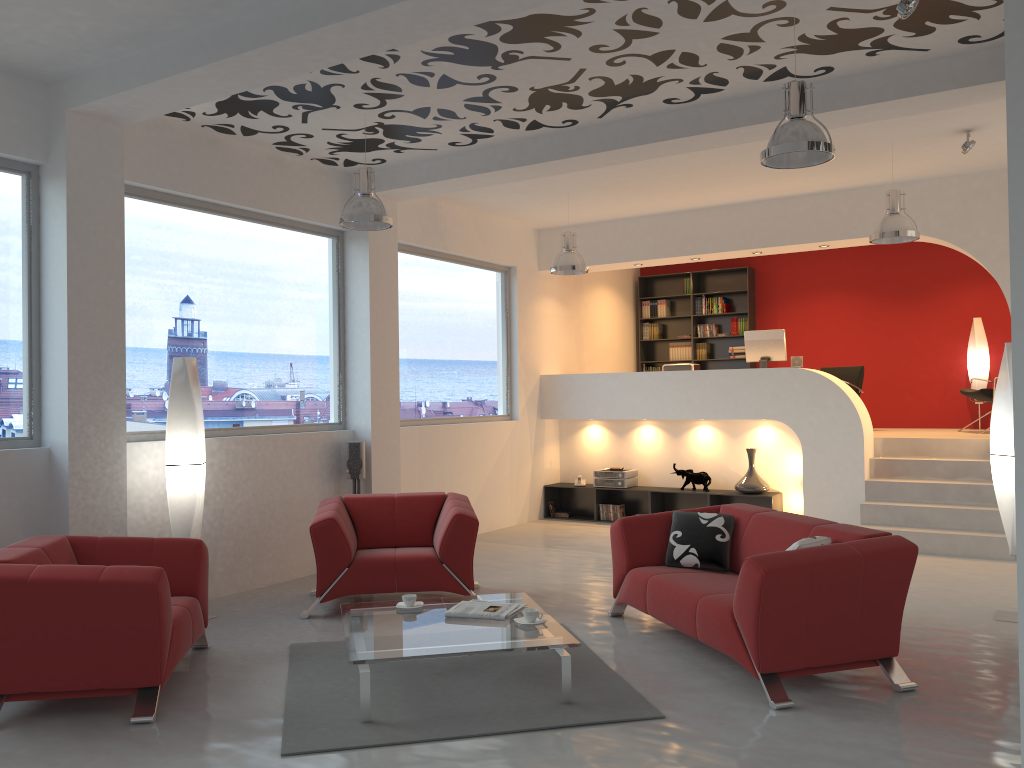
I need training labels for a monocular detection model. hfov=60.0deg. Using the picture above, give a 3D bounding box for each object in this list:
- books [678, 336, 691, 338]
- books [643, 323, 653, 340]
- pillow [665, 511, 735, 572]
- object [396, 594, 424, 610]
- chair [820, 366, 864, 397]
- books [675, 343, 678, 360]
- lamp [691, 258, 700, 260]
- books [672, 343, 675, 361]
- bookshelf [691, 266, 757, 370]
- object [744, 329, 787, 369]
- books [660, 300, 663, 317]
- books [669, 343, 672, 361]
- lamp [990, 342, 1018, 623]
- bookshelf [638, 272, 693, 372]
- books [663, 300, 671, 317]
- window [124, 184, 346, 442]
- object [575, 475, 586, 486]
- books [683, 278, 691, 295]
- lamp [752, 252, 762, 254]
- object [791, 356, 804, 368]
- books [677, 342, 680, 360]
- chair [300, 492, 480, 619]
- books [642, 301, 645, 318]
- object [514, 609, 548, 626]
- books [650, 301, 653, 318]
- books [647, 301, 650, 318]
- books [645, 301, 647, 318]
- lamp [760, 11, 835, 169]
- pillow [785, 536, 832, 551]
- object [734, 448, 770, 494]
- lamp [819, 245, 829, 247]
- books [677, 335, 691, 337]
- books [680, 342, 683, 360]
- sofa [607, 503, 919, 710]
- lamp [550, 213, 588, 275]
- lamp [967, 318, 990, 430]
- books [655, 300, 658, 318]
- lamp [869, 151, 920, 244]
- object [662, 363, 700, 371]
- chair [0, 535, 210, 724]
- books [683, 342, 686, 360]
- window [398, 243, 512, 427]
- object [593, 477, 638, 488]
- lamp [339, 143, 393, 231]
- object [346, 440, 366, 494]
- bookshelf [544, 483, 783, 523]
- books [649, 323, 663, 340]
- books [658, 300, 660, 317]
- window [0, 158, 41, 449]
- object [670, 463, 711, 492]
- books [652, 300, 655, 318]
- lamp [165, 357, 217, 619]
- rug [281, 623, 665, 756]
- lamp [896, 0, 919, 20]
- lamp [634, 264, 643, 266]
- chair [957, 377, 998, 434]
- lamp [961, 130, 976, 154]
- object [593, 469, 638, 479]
[{"bbox_3d":[2.514,-0.675,12.807,0.190,0.015,0.135,-1,-1,32],"label":"books"},{"bbox_3d":[2.014,-0.769,13.115,0.090,0.256,0.181,-1,-1,32],"label":"books"},{"bbox_3d":[1.196,0.995,5.634,0.402,0.343,0.288,-1,-1,25],"label":"pillow"},{"bbox_3d":[-0.577,1.230,5.010,0.153,0.069,0.153,-1,-1,-1],"label":"object"},{"bbox_3d":[3.848,0.180,10.850,0.768,0.795,0.664,0,-1,-38],"label":"chair"},{"bbox_3d":[2.413,-0.465,12.846,0.040,0.260,0.200,-1,-1,32],"label":"books"},{"bbox_3d":[2.062,-1.403,9.967,0.105,0.011,0.105,-1,-1,21],"label":"lamp"},{"bbox_3d":[2.379,-0.464,12.868,0.040,0.260,0.200,-1,-1,32],"label":"books"},{"bbox_3d":[2.978,-0.492,12.450,0.816,2.213,0.305,-1,-1,32],"label":"bookshelf"},{"bbox_3d":[2.846,-0.377,9.945,0.458,0.452,0.230,-1,-1,32],"label":"object"},{"bbox_3d":[2.224,-1.093,12.969,0.040,0.260,0.200,-1,-1,32],"label":"books"},{"bbox_3d":[2.345,-0.463,12.889,0.040,0.260,0.200,-1,-1,32],"label":"books"},{"bbox_3d":[3.272,0.622,5.732,0.313,1.779,0.313,-2,-1,40],"label":"lamp"},{"bbox_3d":[2.288,-0.475,12.887,0.816,2.213,0.305,-1,-1,32],"label":"bookshelf"},{"bbox_3d":[2.258,-1.094,12.947,0.040,0.260,0.200,-1,-1,32],"label":"books"},{"bbox_3d":[-2.198,-0.489,7.037,0.100,1.800,2.400,-1,-1,32],"label":"window"},{"bbox_3d":[0.818,1.155,10.629,0.130,0.117,0.146,-1,-1,8],"label":"object"},{"bbox_3d":[2.568,-1.392,12.766,0.146,0.240,0.170,-1,-1,32],"label":"books"},{"bbox_3d":[2.653,-1.417,9.593,0.105,0.011,0.105,-1,-1,21],"label":"lamp"},{"bbox_3d":[3.154,-0.231,9.809,0.133,0.147,0.151,-1,-1,16],"label":"object"},{"bbox_3d":[2.447,-0.466,12.824,0.040,0.260,0.200,-1,-1,32],"label":"books"},{"bbox_3d":[-0.853,1.215,6.495,1.288,0.738,0.951,-1,-1,-8],"label":"chair"},{"bbox_3d":[1.984,-1.087,13.121,0.040,0.260,0.200,-1,-1,32],"label":"books"},{"bbox_3d":[0.097,1.215,4.626,0.153,0.069,0.153,0,-1,-31],"label":"object"},{"bbox_3d":[2.087,-1.089,13.056,0.040,0.260,0.200,-1,-1,32],"label":"books"},{"bbox_3d":[2.052,-1.089,13.078,0.040,0.260,0.200,-1,-1,32],"label":"books"},{"bbox_3d":[2.018,-1.088,13.099,0.040,0.260,0.200,-1,-1,32],"label":"books"},{"bbox_3d":[1.502,-1.583,4.693,0.379,0.800,0.379,-1,-1,25],"label":"lamp"},{"bbox_3d":[1.493,0.976,4.682,0.288,0.343,0.402,-2,-1,40],"label":"pillow"},{"bbox_3d":[2.596,0.941,9.602,0.369,0.481,0.369,-1,-1,-3],"label":"object"},{"bbox_3d":[3.245,-1.432,9.218,0.105,0.011,0.105,-1,-1,21],"label":"lamp"},{"bbox_3d":[2.498,-0.690,12.817,0.190,0.015,0.135,-1,-1,32],"label":"books"},{"bbox_3d":[2.481,-0.466,12.803,0.040,0.260,0.200,-1,-1,32],"label":"books"},{"bbox_3d":[1.339,1.163,5.170,0.951,0.738,1.929,-1,-1,-18],"label":"sofa"},{"bbox_3d":[0.565,-1.508,8.837,0.379,0.800,0.379,-1,-1,4],"label":"lamp"},{"bbox_3d":[5.637,-0.124,10.713,0.237,1.349,0.237,-2,-1,40],"label":"lamp"},{"bbox_3d":[2.155,-1.091,13.013,0.040,0.260,0.200,-1,-1,32],"label":"books"},{"bbox_3d":[3.107,-1.569,7.228,0.379,0.800,0.379,-1,-1,4],"label":"lamp"},{"bbox_3d":[2.051,-0.131,10.542,0.397,0.217,0.458,-1,-1,32],"label":"object"},{"bbox_3d":[-2.167,1.207,4.653,0.951,0.738,1.288,-1,-1,-8],"label":"chair"},{"bbox_3d":[2.515,-0.467,12.781,0.040,0.260,0.200,-1,-1,32],"label":"books"},{"bbox_3d":[-0.700,-0.476,9.403,0.100,1.800,2.400,-1,-1,32],"label":"window"},{"bbox_3d":[1.220,1.155,10.468,0.430,0.100,0.365,-1,-1,32],"label":"object"},{"bbox_3d":[-1.040,-1.522,6.302,0.379,0.800,0.379,0,-1,-29],"label":"lamp"},{"bbox_3d":[-1.353,1.053,7.722,0.214,1.112,0.229,-1,-1,-3],"label":"object"},{"bbox_3d":[1.665,1.403,10.188,2.764,0.397,0.405,-1,-1,32],"label":"bookshelf"},{"bbox_3d":[2.116,-0.763,13.049,0.146,0.240,0.170,-1,-1,32],"label":"books"},{"bbox_3d":[2.190,-1.092,12.991,0.040,0.260,0.200,-1,-1,32],"label":"books"},{"bbox_3d":[-3.696,-0.502,4.672,0.100,1.800,2.400,-1,-1,32],"label":"window"},{"bbox_3d":[2.023,1.048,9.992,0.191,0.296,0.507,0,-1,-42],"label":"object"},{"bbox_3d":[2.121,-1.090,13.034,0.040,0.260,0.200,-1,-1,32],"label":"books"},{"bbox_3d":[-2.220,0.708,6.043,0.313,1.779,0.313,-1,-1,24],"label":"lamp"},{"bbox_3d":[-0.315,1.544,4.687,1.700,0.025,1.700,-1,-1,-13],"label":"rug"},{"bbox_3d":[1.960,-1.902,4.391,0.118,0.176,0.112,-1,-1,-15],"label":"lamp"},{"bbox_3d":[1.471,-1.389,10.342,0.105,0.011,0.105,-1,-1,21],"label":"lamp"},{"bbox_3d":[5.476,0.142,9.888,0.768,0.795,0.664,-1,-1,7],"label":"chair"},{"bbox_3d":[3.565,-1.888,6.926,0.118,0.176,0.112,-1,-1,-15],"label":"lamp"},{"bbox_3d":[1.222,1.057,10.476,0.430,0.077,0.349,-1,-1,32],"label":"object"}]
